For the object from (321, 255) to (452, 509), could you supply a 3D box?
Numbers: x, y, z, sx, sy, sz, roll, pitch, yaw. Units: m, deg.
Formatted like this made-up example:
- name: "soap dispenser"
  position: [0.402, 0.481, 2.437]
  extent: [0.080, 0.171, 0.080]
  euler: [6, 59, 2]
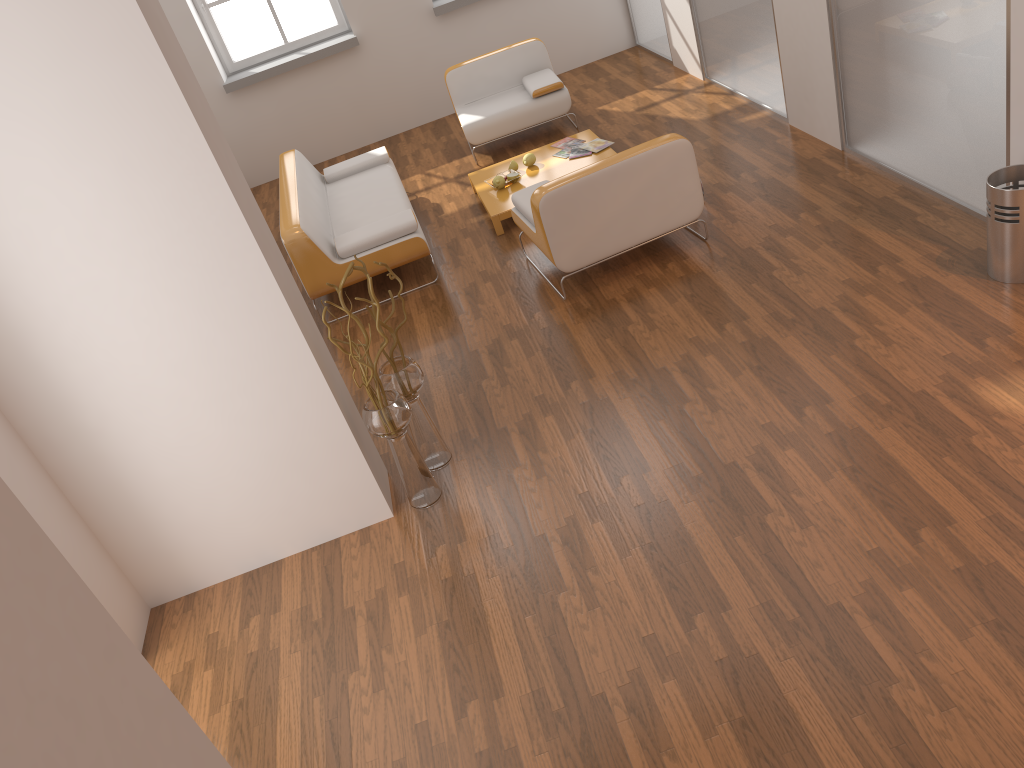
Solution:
- name: "object"
  position: [-0.515, 0.034, 3.622]
  extent: [0.284, 1.112, 0.655]
  euler: [-9, 33, 17]

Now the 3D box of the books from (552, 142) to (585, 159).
- name: "books"
  position: [0.437, -1.726, 6.547]
  extent: [0.249, 0.004, 0.171]
  euler: [-35, 35, -22]

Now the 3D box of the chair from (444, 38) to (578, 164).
- name: "chair"
  position: [-0.030, -2.423, 7.528]
  extent: [0.923, 0.661, 0.825]
  euler: [-19, 32, 2]

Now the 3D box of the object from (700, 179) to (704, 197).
- name: "object"
  position: [1.079, -1.281, 5.597]
  extent: [0.189, 0.217, 0.281]
  euler: [-16, 32, 7]

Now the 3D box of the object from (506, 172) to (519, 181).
- name: "object"
  position: [0.012, -1.473, 6.340]
  extent: [0.092, 0.065, 0.091]
  euler: [12, 44, 41]

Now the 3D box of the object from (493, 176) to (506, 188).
- name: "object"
  position: [-0.091, -1.434, 6.300]
  extent: [0.102, 0.095, 0.101]
  euler: [-38, 36, -27]

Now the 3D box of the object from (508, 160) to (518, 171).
- name: "object"
  position: [0.006, -1.598, 6.511]
  extent: [0.080, 0.087, 0.094]
  euler: [-5, 34, 22]

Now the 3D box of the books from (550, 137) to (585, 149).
- name: "books"
  position: [0.420, -1.815, 6.691]
  extent: [0.171, 0.004, 0.249]
  euler: [-31, 33, -18]

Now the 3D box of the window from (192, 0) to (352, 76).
- name: "window"
  position: [-2.421, -3.924, 8.239]
  extent: [1.308, 1.737, 0.142]
  euler: [-21, 32, -1]

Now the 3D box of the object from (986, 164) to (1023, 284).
- name: "object"
  position: [2.204, -0.694, 3.854]
  extent: [0.248, 0.450, 0.248]
  euler: [6, 40, 35]

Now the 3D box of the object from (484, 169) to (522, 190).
- name: "object"
  position: [-0.059, -1.457, 6.370]
  extent: [0.227, 0.048, 0.227]
  euler: [-26, 32, -10]

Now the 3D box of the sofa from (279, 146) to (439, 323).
- name: "sofa"
  position: [-1.156, -1.257, 6.377]
  extent: [0.825, 0.661, 2.010]
  euler: [-21, 32, -2]

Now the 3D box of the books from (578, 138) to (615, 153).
- name: "books"
  position: [0.614, -1.735, 6.446]
  extent: [0.171, 0.004, 0.249]
  euler: [-30, 33, -15]

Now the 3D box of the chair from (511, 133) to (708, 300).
- name: "chair"
  position: [0.514, -1.080, 5.176]
  extent: [0.923, 0.661, 0.825]
  euler: [-23, 32, -5]

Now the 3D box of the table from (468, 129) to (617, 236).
- name: "table"
  position: [0.249, -1.485, 6.430]
  extent: [1.000, 0.150, 1.000]
  euler: [-21, 32, -1]

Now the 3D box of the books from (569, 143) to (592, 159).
- name: "books"
  position: [0.510, -1.703, 6.463]
  extent: [0.171, 0.004, 0.249]
  euler: [-8, 33, 18]

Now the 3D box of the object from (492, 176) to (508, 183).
- name: "object"
  position: [-0.079, -1.467, 6.390]
  extent: [0.134, 0.037, 0.061]
  euler: [-17, 32, 5]

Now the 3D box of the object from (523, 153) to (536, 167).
- name: "object"
  position: [0.127, -1.646, 6.513]
  extent: [0.105, 0.091, 0.103]
  euler: [-24, 32, -6]
